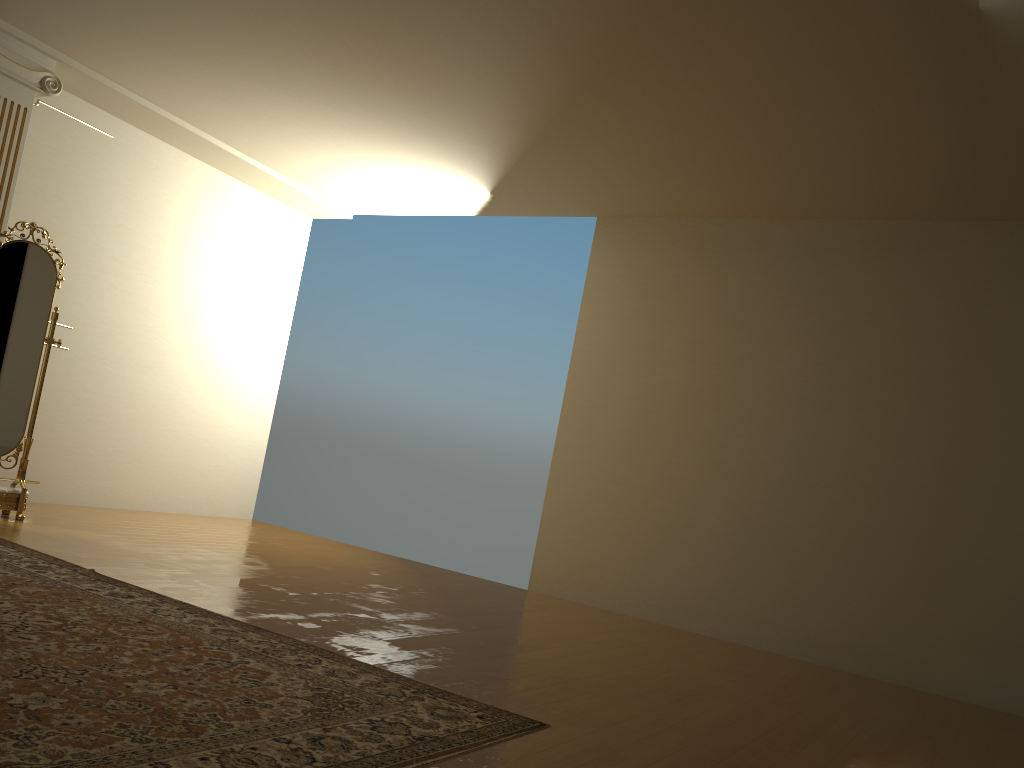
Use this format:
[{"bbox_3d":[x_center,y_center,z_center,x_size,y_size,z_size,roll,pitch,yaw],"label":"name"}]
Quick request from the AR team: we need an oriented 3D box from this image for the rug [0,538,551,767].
[{"bbox_3d":[-1.704,0.708,2.643,3.065,0.017,2.137,7,-7,30],"label":"rug"}]

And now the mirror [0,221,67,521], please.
[{"bbox_3d":[-2.886,-0.096,5.023,0.242,1.693,0.546,9,-4,41],"label":"mirror"}]
